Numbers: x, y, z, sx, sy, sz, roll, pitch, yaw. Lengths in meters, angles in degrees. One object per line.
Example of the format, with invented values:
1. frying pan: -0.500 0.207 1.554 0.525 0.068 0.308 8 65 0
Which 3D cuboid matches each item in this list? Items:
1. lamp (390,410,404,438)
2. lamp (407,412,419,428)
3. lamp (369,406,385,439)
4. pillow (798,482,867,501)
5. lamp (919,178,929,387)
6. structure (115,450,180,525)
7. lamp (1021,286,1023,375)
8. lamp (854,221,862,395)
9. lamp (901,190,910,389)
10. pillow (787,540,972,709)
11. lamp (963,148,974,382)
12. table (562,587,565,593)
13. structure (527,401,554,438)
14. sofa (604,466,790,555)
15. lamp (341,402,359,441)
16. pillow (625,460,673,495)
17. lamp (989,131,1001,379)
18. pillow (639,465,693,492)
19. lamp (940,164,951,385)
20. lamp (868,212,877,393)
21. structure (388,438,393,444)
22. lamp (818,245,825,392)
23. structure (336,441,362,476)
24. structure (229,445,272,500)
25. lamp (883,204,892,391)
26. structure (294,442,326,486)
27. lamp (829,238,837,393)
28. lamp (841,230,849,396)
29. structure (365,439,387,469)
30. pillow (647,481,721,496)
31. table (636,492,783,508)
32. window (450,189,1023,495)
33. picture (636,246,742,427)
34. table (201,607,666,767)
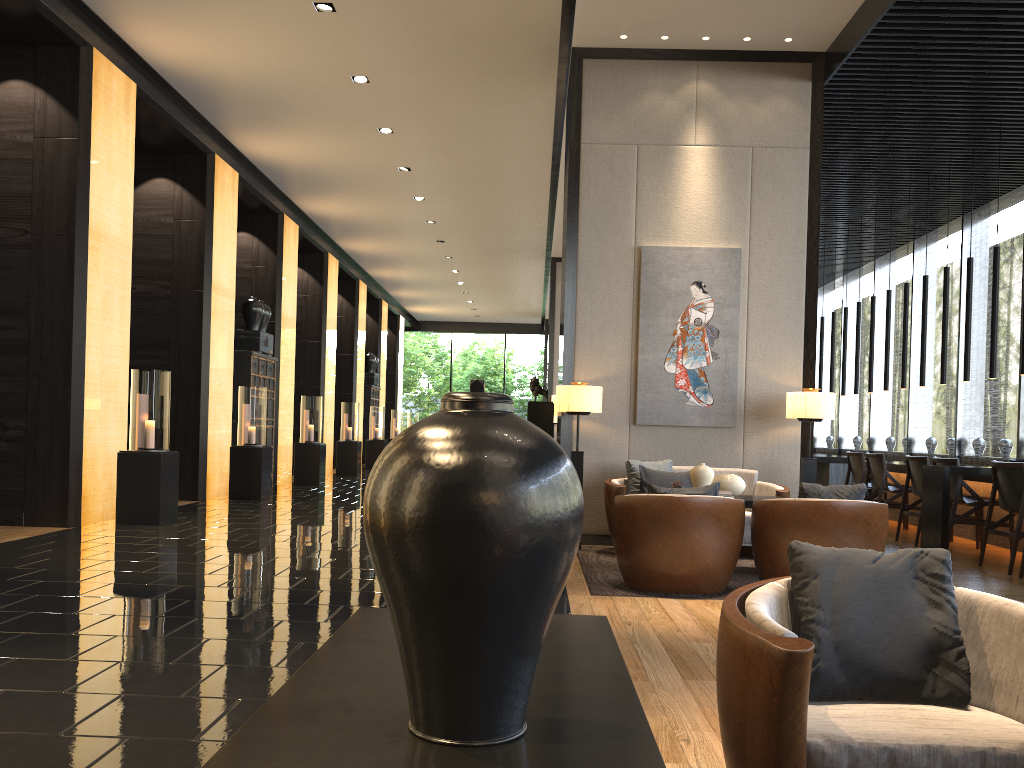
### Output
1. lamp: -2.951 1.032 22.797 0.336 0.729 0.337 2 0 3
2. lamp: -2.878 1.191 25.733 0.337 0.729 0.336 2 0 -11
3. lamp: -3.024 0.874 19.861 0.336 0.729 0.337 2 0 3
4. pillow: 1.873 0.757 5.226 0.399 0.362 0.222 2 -1 2
5. lamp: 4.690 -1.176 10.037 0.060 2.421 0.060 2 0 -4
6. structure: -3.336 0.941 8.118 0.402 0.658 0.402 2 -1 1
7. lamp: 4.637 -1.289 7.944 0.060 2.421 0.060 2 0 -4
8. lamp: 4.741 -1.065 12.096 0.060 2.421 0.060 2 0 -4
9. lamp: 4.702 -1.148 10.545 0.060 2.421 0.060 2 0 -4
10. pillow: 0.856 0.561 2.098 0.399 0.362 0.222 2 -1 2
11. lamp: 4.664 -1.231 9.010 0.060 2.421 0.060 2 0 -4
12. table: 0.029 1.005 6.137 0.620 0.513 1.962 2 -3 2
13. structure: 0.245 0.771 8.078 0.240 1.218 0.240 2 0 1
14. sofa: 1.454 1.015 7.072 1.448 0.693 0.603 2 -1 2
15. lamp: -3.097 0.716 16.926 0.336 0.729 0.337 2 0 3
16. pillow: 1.128 0.810 7.178 0.433 0.399 0.201 2 -1 -20
17. lamp: 4.651 -1.259 8.495 0.060 2.421 0.060 2 0 -4
18. pillow: 1.225 0.825 7.021 0.472 0.361 0.219 2 -1 -2
19. lamp: 4.677 -1.203 9.524 0.060 2.421 0.060 2 0 -4
20. lamp: 4.728 -1.092 11.584 0.060 2.421 0.060 2 0 -4
21. structure: -2.970 1.733 22.796 0.402 0.658 0.402 2 -1 1
22. lamp: 4.779 -0.982 13.627 0.060 2.421 0.060 2 0 -4
23. structure: -3.117 1.416 16.925 0.402 0.658 0.402 2 -1 1
24. structure: -3.263 1.100 11.053 0.402 0.658 0.402 2 -1 1
25. lamp: 4.715 -1.120 11.070 0.060 2.421 0.060 2 0 -4
26. structure: -3.190 1.258 13.989 0.402 0.658 0.402 2 -1 1
27. lamp: 4.766 -1.010 13.113 0.060 2.421 0.060 2 0 -4
28. lamp: 4.753 -1.037 12.604 0.060 2.421 0.060 2 0 -4
29. structure: -3.044 1.574 19.861 0.402 0.658 0.402 2 -1 1
30. pillow: 1.015 0.737 5.245 0.441 0.338 0.205 1 -1 8
31. table: 1.421 1.055 6.245 1.042 0.517 0.576 2 -2 1
32. window: 0.209 -0.492 12.696 12.052 4.226 31.915 2 -3 1
33. picture: 1.484 -0.398 7.432 0.834 1.502 0.037 2 0 1
34. table: -0.097 0.733 1.094 0.620 0.513 1.962 2 -3 2
